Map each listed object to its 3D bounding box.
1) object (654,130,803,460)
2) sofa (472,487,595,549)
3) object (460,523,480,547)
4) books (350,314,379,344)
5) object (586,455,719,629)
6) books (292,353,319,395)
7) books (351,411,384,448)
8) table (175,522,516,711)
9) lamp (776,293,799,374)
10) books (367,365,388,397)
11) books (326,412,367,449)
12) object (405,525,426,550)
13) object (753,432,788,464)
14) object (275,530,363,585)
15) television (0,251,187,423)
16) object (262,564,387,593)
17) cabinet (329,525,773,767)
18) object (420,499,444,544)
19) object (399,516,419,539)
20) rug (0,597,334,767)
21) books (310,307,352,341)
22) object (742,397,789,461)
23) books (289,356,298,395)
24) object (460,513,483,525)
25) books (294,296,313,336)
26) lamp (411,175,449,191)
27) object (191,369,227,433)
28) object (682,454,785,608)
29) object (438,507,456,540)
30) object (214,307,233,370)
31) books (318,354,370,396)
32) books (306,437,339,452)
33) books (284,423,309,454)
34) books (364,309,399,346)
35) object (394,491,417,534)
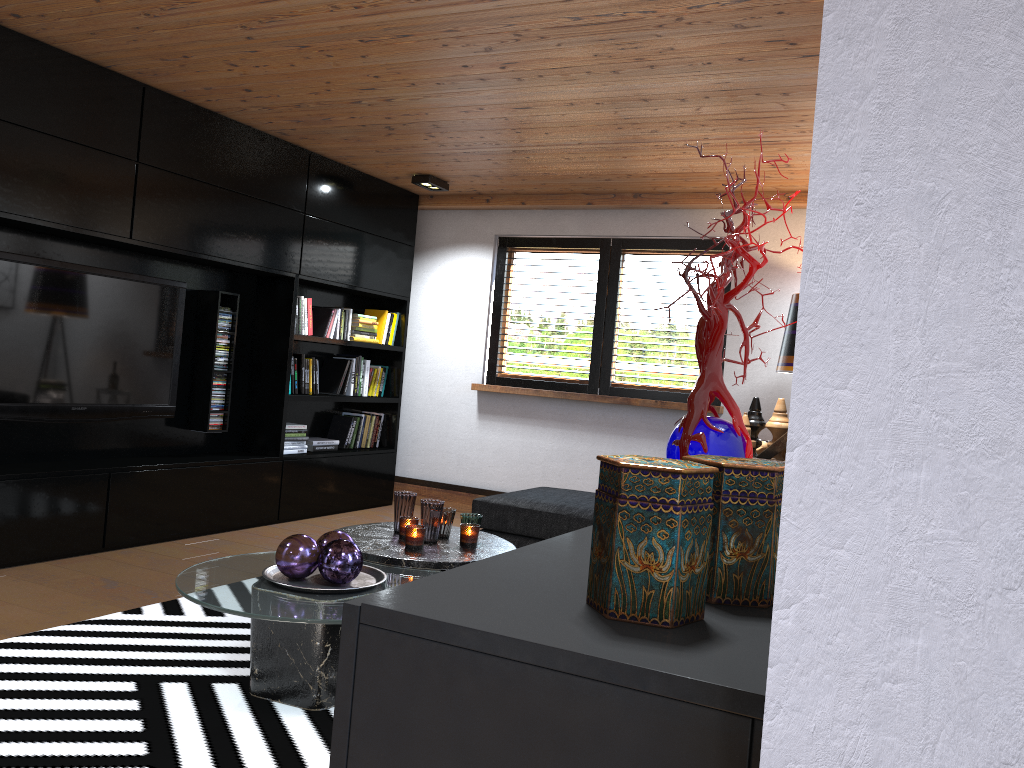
[{"bbox_3d":[0.258,-0.043,1.049,0.150,0.504,0.327,5,0,26],"label":"object"},{"bbox_3d":[0.393,0.663,3.532,2.069,0.818,3.117,5,1,26],"label":"sofa"},{"bbox_3d":[-0.169,0.598,3.511,0.078,0.081,0.080,5,0,41],"label":"object"},{"bbox_3d":[-1.147,-0.409,6.528,0.258,0.197,0.298,5,0,29],"label":"books"},{"bbox_3d":[0.122,0.134,0.783,0.107,0.135,0.097,5,0,16],"label":"object"},{"bbox_3d":[-1.441,-0.069,6.045,0.208,0.270,0.239,5,0,26],"label":"books"},{"bbox_3d":[-1.134,0.347,6.756,0.211,0.261,0.254,5,0,26],"label":"books"},{"bbox_3d":[-0.478,0.802,3.152,0.888,0.371,1.538,5,1,27],"label":"table"},{"bbox_3d":[2.326,0.386,5.136,1.626,1.699,0.524,5,0,4],"label":"lamp"},{"bbox_3d":[-1.099,-0.028,6.733,0.187,0.238,0.292,5,0,25],"label":"books"},{"bbox_3d":[-1.228,0.344,6.568,0.205,0.256,0.247,5,0,25],"label":"books"},{"bbox_3d":[-0.369,0.582,3.370,0.078,0.081,0.080,5,0,41],"label":"object"},{"bbox_3d":[0.410,0.084,1.320,0.208,0.270,0.289,5,0,26],"label":"object"},{"bbox_3d":[-0.604,0.559,2.888,0.283,0.142,0.265,5,0,10],"label":"object"},{"bbox_3d":[-2.221,-0.204,4.577,0.050,0.813,1.264,5,0,27],"label":"television"},{"bbox_3d":[-0.605,0.625,2.871,0.399,0.022,0.390,4,1,-45],"label":"object"},{"bbox_3d":[0.213,0.440,1.091,0.355,0.468,0.963,5,0,26],"label":"cabinet"},{"bbox_3d":[-0.320,0.542,3.493,0.094,0.167,0.094,5,0,-3],"label":"object"},{"bbox_3d":[-0.415,0.576,3.550,0.078,0.081,0.080,5,0,41],"label":"object"},{"bbox_3d":[-0.850,0.964,3.124,1.647,0.020,2.927,5,1,26],"label":"rug"},{"bbox_3d":[-1.304,-0.434,6.283,0.181,0.232,0.287,5,0,29],"label":"books"},{"bbox_3d":[0.321,0.113,1.302,0.200,0.197,0.359,5,0,38],"label":"object"},{"bbox_3d":[-1.537,-0.072,5.853,0.208,0.270,0.239,5,0,26],"label":"books"},{"bbox_3d":[-0.171,0.589,3.655,0.093,0.099,0.092,5,0,-27],"label":"object"},{"bbox_3d":[-1.461,-0.462,5.831,0.206,0.270,0.242,5,0,26],"label":"books"},{"bbox_3d":[-0.568,-1.408,6.188,0.154,0.068,0.263,5,1,26],"label":"lamp"},{"bbox_3d":[-1.833,0.098,5.364,0.124,0.379,0.126,5,0,26],"label":"object"},{"bbox_3d":[0.218,0.141,0.875,0.098,0.135,0.107,5,0,-32],"label":"object"},{"bbox_3d":[-0.288,0.567,3.607,0.113,0.122,0.113,5,0,2],"label":"object"},{"bbox_3d":[-1.801,-0.279,5.366,0.124,0.379,0.126,5,0,26],"label":"object"},{"bbox_3d":[-1.231,-0.068,6.434,0.220,0.296,0.348,5,0,26],"label":"books"},{"bbox_3d":[-1.388,0.425,6.240,0.207,0.073,0.268,5,1,30],"label":"books"},{"bbox_3d":[-1.536,0.359,5.915,0.256,0.188,0.305,5,0,33],"label":"books"},{"bbox_3d":[-1.006,-0.429,6.753,0.211,0.261,0.212,5,0,26],"label":"books"},{"bbox_3d":[-0.445,0.530,3.646,0.094,0.167,0.094,5,0,-3],"label":"object"}]
